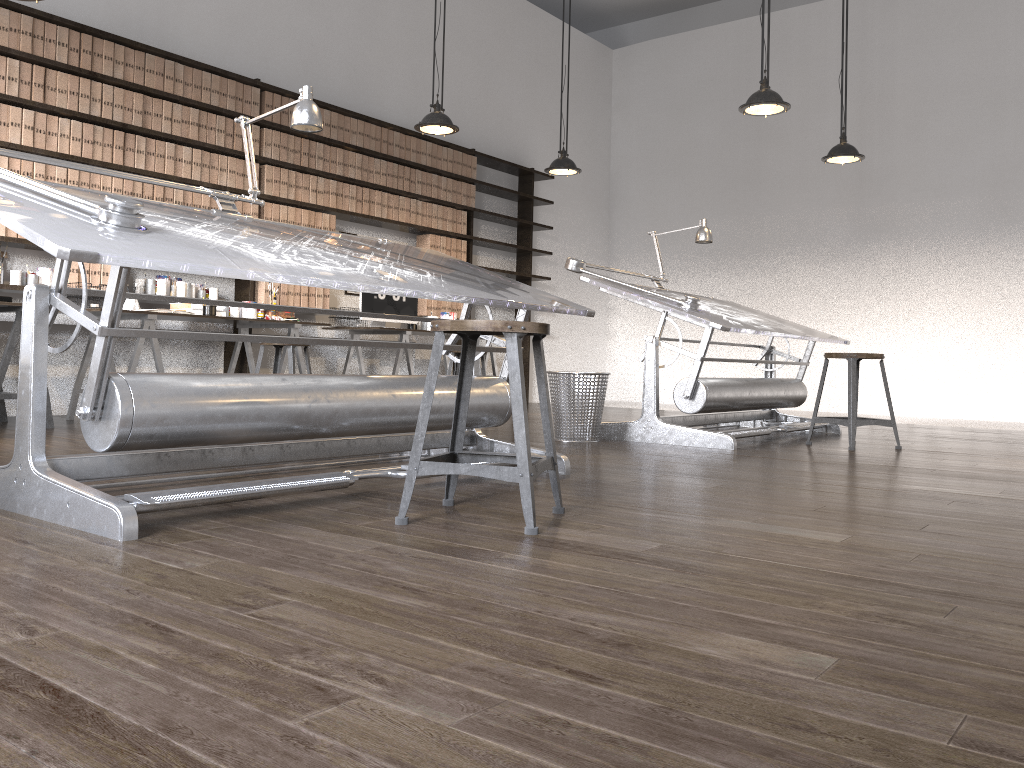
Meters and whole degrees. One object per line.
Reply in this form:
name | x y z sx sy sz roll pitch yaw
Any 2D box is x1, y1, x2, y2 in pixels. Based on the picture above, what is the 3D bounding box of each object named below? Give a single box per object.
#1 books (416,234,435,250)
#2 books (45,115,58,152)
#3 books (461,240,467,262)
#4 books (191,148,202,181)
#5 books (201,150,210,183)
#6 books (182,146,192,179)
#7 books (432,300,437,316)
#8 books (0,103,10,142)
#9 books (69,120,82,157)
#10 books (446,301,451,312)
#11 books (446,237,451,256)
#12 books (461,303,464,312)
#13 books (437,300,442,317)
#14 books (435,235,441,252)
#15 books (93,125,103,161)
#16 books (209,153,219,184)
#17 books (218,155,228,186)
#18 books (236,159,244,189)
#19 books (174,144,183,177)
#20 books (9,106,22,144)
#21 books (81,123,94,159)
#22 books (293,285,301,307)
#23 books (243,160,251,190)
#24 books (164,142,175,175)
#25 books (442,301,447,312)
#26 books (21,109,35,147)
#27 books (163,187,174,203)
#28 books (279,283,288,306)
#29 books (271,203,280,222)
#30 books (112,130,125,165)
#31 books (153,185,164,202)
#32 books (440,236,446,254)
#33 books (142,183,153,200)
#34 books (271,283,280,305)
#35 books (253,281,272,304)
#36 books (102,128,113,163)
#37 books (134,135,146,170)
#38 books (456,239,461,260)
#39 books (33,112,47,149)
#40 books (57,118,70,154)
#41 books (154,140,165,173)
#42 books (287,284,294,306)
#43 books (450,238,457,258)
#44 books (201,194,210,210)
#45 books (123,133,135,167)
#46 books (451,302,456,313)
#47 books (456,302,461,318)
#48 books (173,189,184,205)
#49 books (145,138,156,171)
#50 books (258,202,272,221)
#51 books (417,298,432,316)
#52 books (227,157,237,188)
books | -0.786 -1.244 8.062 0.174 0.226 0.066 1 -1 37
books | -2.837 -1.508 5.387 0.174 0.226 0.066 1 -1 37
books | -0.518 -1.245 8.408 0.174 0.226 0.066 1 -1 37
books | -2.240 -1.510 6.156 0.174 0.226 0.067 1 -1 37
books | -2.200 -1.510 6.215 0.174 0.226 0.066 1 -1 37
books | -2.286 -1.510 6.100 0.174 0.226 0.066 1 -1 37
books | -0.767 -0.691 8.078 0.174 0.226 0.067 1 -1 37
books | -3.003 -1.507 5.167 0.174 0.226 0.066 1 -1 37
books | -2.745 -1.508 5.495 0.174 0.226 0.066 1 -1 37
books | -0.649 -0.692 8.234 0.174 0.226 0.067 1 -1 37
books | -0.657 -1.244 8.231 0.174 0.226 0.066 1 -1 37
books | -0.523 -0.692 8.396 0.174 0.226 0.067 1 -1 37
books | -0.731 -0.692 8.134 0.174 0.226 0.066 1 -1 37
books | -0.743 -1.244 8.118 0.174 0.226 0.066 1 -1 37
books | -2.666 -1.509 5.606 0.174 0.226 0.066 1 -1 37
books | -2.159 -1.510 6.271 0.174 0.226 0.066 1 -1 37
books | -2.114 -1.510 6.324 0.174 0.226 0.066 1 -1 37
books | -2.027 -1.511 6.432 0.174 0.226 0.067 1 -1 37
books | -2.325 -1.510 6.051 0.174 0.226 0.066 1 -1 37
books | -2.963 -1.507 5.216 0.174 0.226 0.066 1 -1 37
books | -2.701 -1.508 5.553 0.174 0.226 0.067 1 -1 37
books | -1.718 -0.688 6.849 0.174 0.226 0.066 1 -1 37
books | -1.992 -1.511 6.485 0.174 0.226 0.066 1 -1 37
books | -2.362 -1.509 5.995 0.174 0.226 0.067 1 -1 37
books | -0.691 -0.692 8.183 0.174 0.226 0.066 1 -1 37
books | -2.918 -1.508 5.272 0.174 0.226 0.067 1 -1 37
books | -2.371 -1.232 5.995 0.174 0.226 0.066 1 -1 37
books | -1.791 -0.688 6.743 0.174 0.226 0.067 1 -1 37
books | -1.838 -1.240 6.689 0.174 0.226 0.066 1 -1 37
books | -2.579 -1.509 5.714 0.174 0.226 0.067 1 -1 37
books | -2.412 -1.232 5.932 0.174 0.226 0.067 1 -1 37
books | -0.696 -1.244 8.172 0.174 0.226 0.066 1 -1 37
books | -2.462 -1.232 5.877 0.174 0.226 0.066 1 -1 37
books | -1.835 -0.687 6.686 0.174 0.226 0.066 1 -1 37
books | -1.881 -0.687 6.630 0.174 0.226 0.066 1 -1 37
books | -2.628 -1.509 5.659 0.174 0.226 0.066 1 -1 37
books | -2.491 -1.509 5.831 0.174 0.226 0.066 1 -1 37
books | -0.566 -1.245 8.349 0.174 0.226 0.066 1 -1 37
books | -2.878 -1.508 5.331 0.174 0.226 0.066 1 -1 37
books | -2.792 -1.508 5.440 0.174 0.226 0.066 1 -1 37
books | -2.408 -1.509 5.946 0.174 0.226 0.066 1 -1 37
books | -1.756 -0.688 6.796 0.174 0.226 0.066 1 -1 37
books | -0.607 -1.244 8.287 0.174 0.226 0.067 1 -1 37
books | -2.196 -1.233 6.214 0.174 0.226 0.067 1 -1 37
books | -2.538 -1.509 5.777 0.174 0.226 0.066 1 -1 37
books | -0.610 -0.692 8.292 0.174 0.226 0.066 1 -1 37
books | -0.569 -0.692 8.349 0.174 0.226 0.066 1 -1 37
books | -2.324 -1.232 6.049 0.174 0.226 0.066 1 -1 37
books | -2.451 -1.509 5.889 0.174 0.226 0.066 1 -1 37
books | -1.882 -1.240 6.634 0.174 0.226 0.066 1 -1 37
books | -0.813 -0.691 8.028 0.174 0.226 0.066 1 -1 37
books | -2.067 -1.510 6.379 0.174 0.226 0.066 1 -1 37
